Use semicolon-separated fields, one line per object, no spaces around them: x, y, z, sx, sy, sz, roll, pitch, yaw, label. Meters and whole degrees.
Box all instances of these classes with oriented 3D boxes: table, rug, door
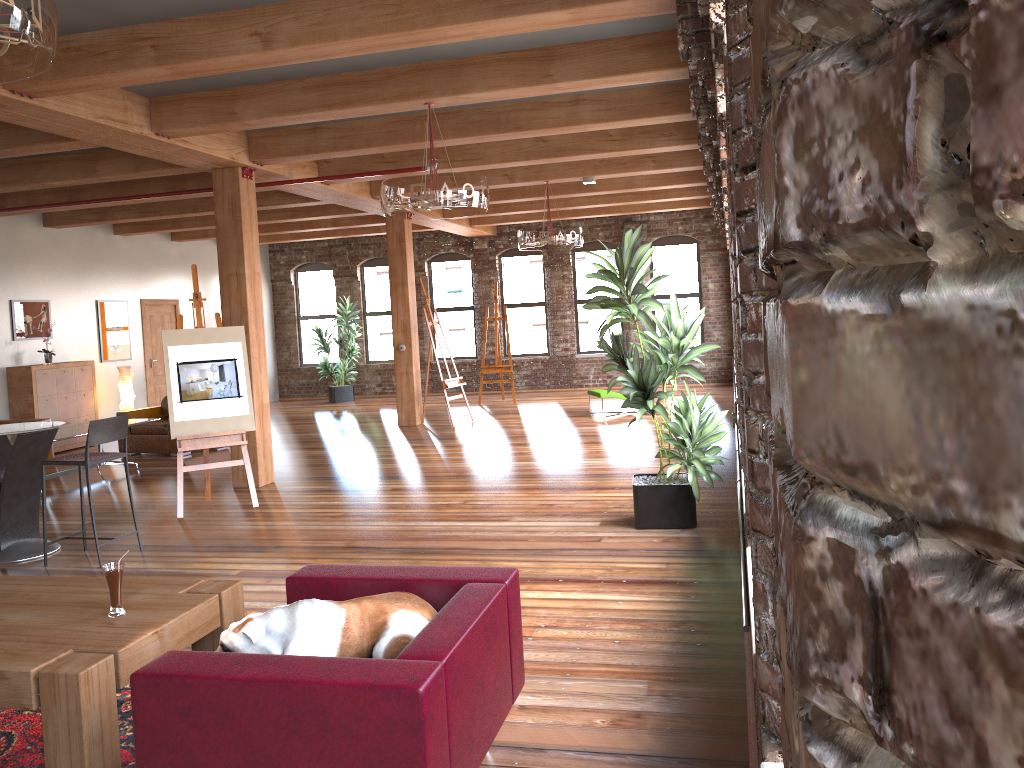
-3.593;0.777;6.396;0.721;0.923;0.723;-1;4;39;table
-2.025;1.387;3.269;2.461;0.009;1.347;-2;5;14;rug
-1.993;1.113;3.256;1.749;0.549;0.903;-2;4;14;table
-4.733;0.774;9.478;0.939;0.559;1.876;-2;4;14;table
-5.935;-0.370;14.970;0.226;2.117;1.032;-3;2;14;door

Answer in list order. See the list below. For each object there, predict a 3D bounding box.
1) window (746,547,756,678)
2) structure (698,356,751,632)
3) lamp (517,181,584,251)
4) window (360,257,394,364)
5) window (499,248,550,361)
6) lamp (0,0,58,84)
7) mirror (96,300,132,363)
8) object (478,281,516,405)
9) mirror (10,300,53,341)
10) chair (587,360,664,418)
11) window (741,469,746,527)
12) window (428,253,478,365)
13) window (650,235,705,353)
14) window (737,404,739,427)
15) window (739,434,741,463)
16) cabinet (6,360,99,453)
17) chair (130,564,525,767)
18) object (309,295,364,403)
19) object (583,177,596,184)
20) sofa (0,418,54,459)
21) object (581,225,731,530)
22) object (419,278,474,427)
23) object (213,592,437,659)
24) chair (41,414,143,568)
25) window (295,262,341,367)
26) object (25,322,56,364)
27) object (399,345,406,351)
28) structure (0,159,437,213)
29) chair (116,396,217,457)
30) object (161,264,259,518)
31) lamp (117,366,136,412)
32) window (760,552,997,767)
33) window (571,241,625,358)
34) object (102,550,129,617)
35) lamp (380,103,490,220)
0.746;-0.446;2.524;0.235;2.211;0.970;-3;2;14;window
2.481;0.181;9.905;1.633;0.313;13.743;-3;5;7;structure
0.451;-2.064;10.795;0.811;0.813;0.809;-6;4;-40;lamp
-2.600;-1.509;18.181;0.968;2.166;0.086;-3;2;14;window
0.231;-1.578;17.409;0.968;2.224;0.221;-3;2;14;window
-1.646;-1.279;2.284;0.811;0.813;0.809;-5;4;-35;lamp
-6.175;-0.827;13.766;0.025;0.951;0.696;-3;3;14;mirror
-0.263;-0.745;15.569;0.661;2.137;0.686;-3;2;9;object
-6.582;-0.880;12.152;0.025;0.547;0.696;-3;3;14;mirror
1.646;0.029;12.924;0.956;0.795;0.681;-4;3;-11;chair
1.097;-0.577;3.946;0.235;2.211;0.970;-3;2;14;window
-1.190;-1.526;17.762;0.968;2.224;0.221;-3;2;14;window
3.098;-1.688;16.696;0.968;2.215;0.219;-3;2;14;window
1.798;-0.840;6.791;0.235;2.211;0.970;-3;2;14;window
1.447;-0.709;5.368;0.235;2.211;0.970;-3;2;14;window
-6.297;0.321;12.229;0.418;1.207;1.189;-3;3;14;cabinet
-0.503;1.035;2.880;0.865;0.592;1.074;-2;4;14;chair
-3.472;-0.704;17.615;1.080;2.100;0.968;-4;2;-8;object
0.933;-2.463;10.696;0.145;0.072;0.148;-2;4;14;object
-6.451;0.743;10.006;0.951;0.734;2.419;-2;4;14;sofa
1.080;-0.069;6.251;0.966;2.100;1.083;-2;3;27;object
-1.061;-0.486;12.831;0.684;2.137;0.663;-2;2;24;object
-0.616;0.857;2.965;0.755;0.296;0.365;-4;4;-14;object
-2.932;0.725;6.138;0.466;0.980;0.431;-3;2;14;chair
-4.047;-1.456;18.541;0.968;2.166;0.086;-3;2;14;window
-6.379;-0.566;12.096;0.370;0.588;0.299;-3;2;8;object
-1.587;-0.520;12.761;0.095;0.095;0.061;-2;3;14;object
-4.043;-2.070;9.649;6.804;0.112;0.051;-2;3;14;structure
-4.423;0.510;11.524;1.063;0.734;0.833;-2;4;24;chair
-2.665;0.003;7.754;0.703;2.137;0.685;-4;2;-26;object
-5.664;0.272;13.072;0.271;1.112;0.261;-4;2;-31;lamp
0.395;-0.315;1.101;0.235;2.211;0.970;-3;2;14;window
1.657;-1.635;17.055;0.968;2.215;0.219;-3;2;14;window
-1.391;0.699;3.111;0.076;0.232;0.095;-5;3;-43;object
-0.588;-1.675;6.577;0.810;0.813;0.810;-5;4;-33;lamp
